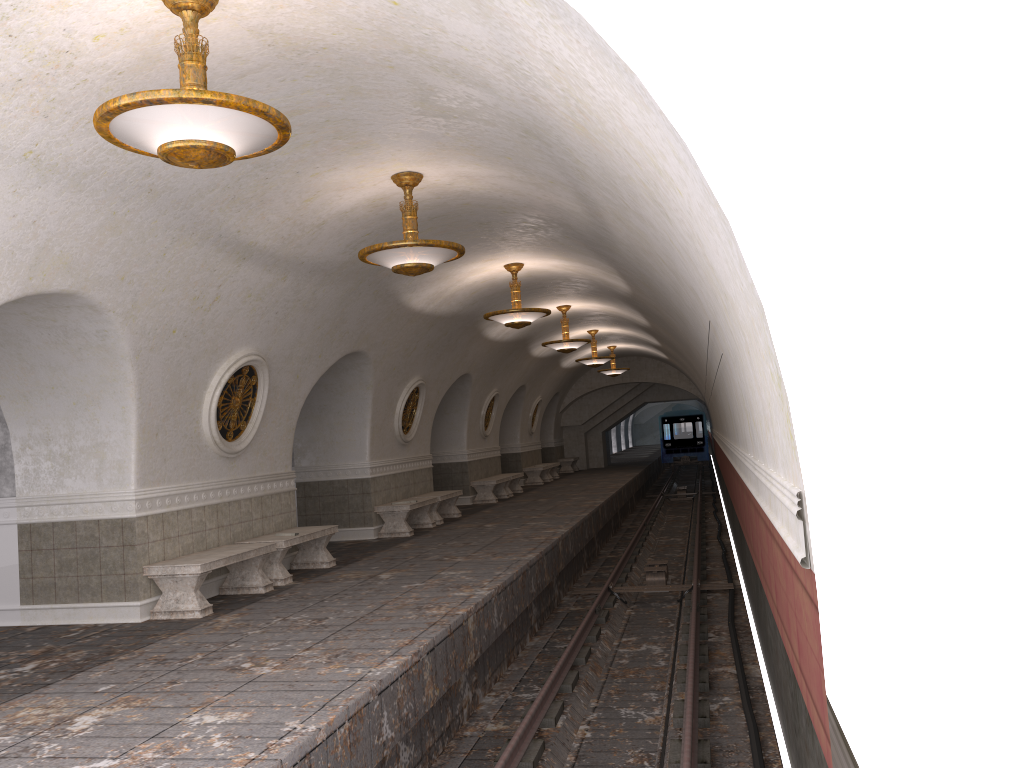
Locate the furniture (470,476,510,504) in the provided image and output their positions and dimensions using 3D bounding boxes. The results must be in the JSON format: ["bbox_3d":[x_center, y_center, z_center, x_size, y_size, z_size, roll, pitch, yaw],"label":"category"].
[{"bbox_3d":[-0.483,2.480,20.760,0.613,0.508,1.509,-5,-3,12],"label":"furniture"}]

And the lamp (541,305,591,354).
[{"bbox_3d":[1.076,-1.085,17.855,1.008,0.955,1.008,-6,-4,28],"label":"lamp"}]

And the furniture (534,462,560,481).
[{"bbox_3d":[1.125,2.798,28.226,0.613,0.508,1.509,-5,-3,12],"label":"furniture"}]

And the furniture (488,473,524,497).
[{"bbox_3d":[-0.129,2.550,22.403,0.613,0.508,1.509,-5,-3,12],"label":"furniture"}]

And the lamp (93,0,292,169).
[{"bbox_3d":[-1.731,-1.641,4.819,1.008,0.955,1.008,-2,-4,-32],"label":"lamp"}]

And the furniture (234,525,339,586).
[{"bbox_3d":[-2.659,2.048,10.653,0.613,0.508,1.509,-5,-3,12],"label":"furniture"}]

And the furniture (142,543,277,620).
[{"bbox_3d":[-3.013,1.978,9.010,0.613,0.508,1.509,-5,-3,12],"label":"furniture"}]

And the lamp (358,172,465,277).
[{"bbox_3d":[-0.962,-1.489,8.388,1.008,0.955,1.008,-4,-3,-4],"label":"lamp"}]

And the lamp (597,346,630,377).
[{"bbox_3d":[3.107,-0.682,27.289,1.008,0.955,1.008,-2,-4,-32],"label":"lamp"}]

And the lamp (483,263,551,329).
[{"bbox_3d":[0.060,-1.286,13.138,1.008,0.955,1.008,-4,-3,-4],"label":"lamp"}]

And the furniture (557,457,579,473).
[{"bbox_3d":[2.096,2.991,32.740,0.613,0.508,1.509,-5,-3,12],"label":"furniture"}]

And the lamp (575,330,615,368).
[{"bbox_3d":[2.092,-0.883,22.571,1.008,0.955,1.008,-6,-4,28],"label":"lamp"}]

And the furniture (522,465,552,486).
[{"bbox_3d":[0.771,2.728,26.584,0.613,0.508,1.509,-5,-3,12],"label":"furniture"}]

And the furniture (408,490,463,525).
[{"bbox_3d":[-1.396,2.299,16.522,0.613,0.508,1.509,-5,-3,12],"label":"furniture"}]

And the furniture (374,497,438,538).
[{"bbox_3d":[-1.749,2.229,14.879,0.613,0.508,1.509,-5,-3,12],"label":"furniture"}]
